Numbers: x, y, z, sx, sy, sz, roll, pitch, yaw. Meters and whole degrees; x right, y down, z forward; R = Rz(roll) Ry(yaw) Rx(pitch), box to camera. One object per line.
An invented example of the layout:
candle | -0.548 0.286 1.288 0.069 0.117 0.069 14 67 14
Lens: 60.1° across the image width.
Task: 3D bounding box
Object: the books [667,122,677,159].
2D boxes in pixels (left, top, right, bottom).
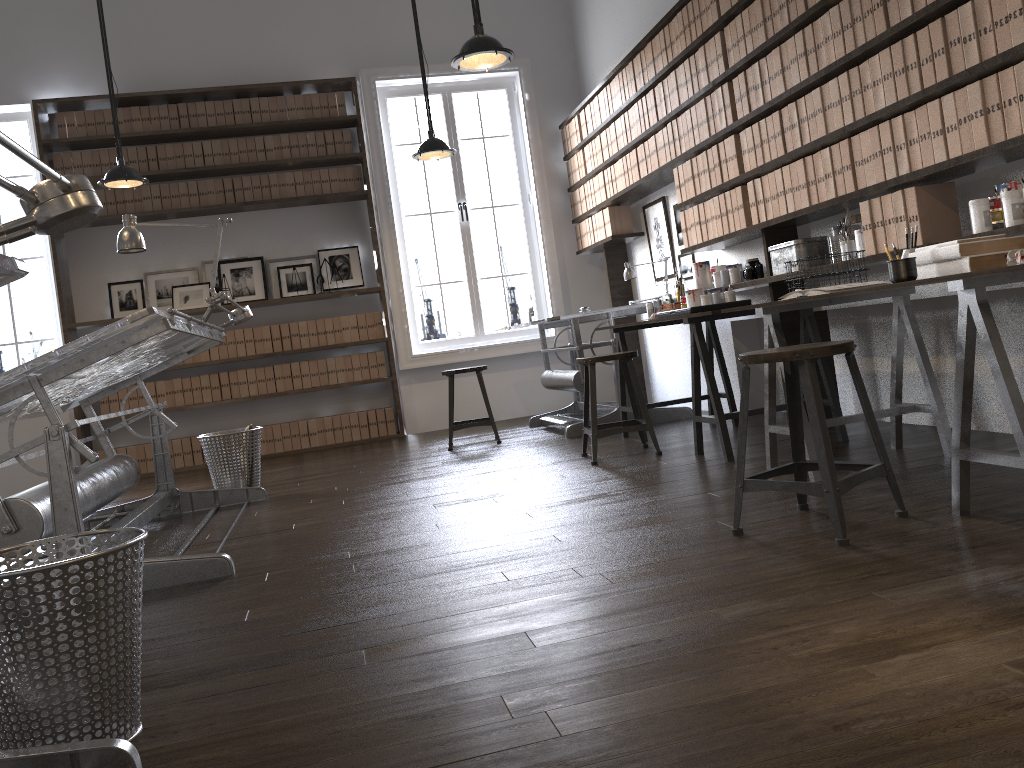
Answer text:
books | 1.057 -1.495 5.427 0.175 0.226 0.066 -8 0 -12

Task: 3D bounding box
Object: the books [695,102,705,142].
books | 1.147 -1.488 5.019 0.175 0.225 0.066 -8 0 -12

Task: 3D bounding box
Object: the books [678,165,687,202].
books | 1.112 -1.219 5.358 0.175 0.225 0.066 -8 0 -12

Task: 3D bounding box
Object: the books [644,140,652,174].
books | 0.978 -1.496 5.838 0.174 0.226 0.066 -8 0 -12

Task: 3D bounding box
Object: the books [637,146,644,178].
books | 0.950 -1.498 5.977 0.175 0.226 0.066 -8 0 -12

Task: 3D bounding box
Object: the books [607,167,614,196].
books | 0.815 -1.508 6.595 0.175 0.226 0.067 -8 0 -12

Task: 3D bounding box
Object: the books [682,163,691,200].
books | 1.126 -1.218 5.297 0.175 0.225 0.066 -8 0 -12

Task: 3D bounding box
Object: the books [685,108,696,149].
books | 1.116 -1.490 5.151 0.175 0.226 0.067 -8 0 -12

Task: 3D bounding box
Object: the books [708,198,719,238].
books | 1.220 -0.945 5.017 0.174 0.226 0.066 -8 0 -12

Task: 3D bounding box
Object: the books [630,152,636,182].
books | 0.919 -1.501 6.123 0.175 0.225 0.066 -8 0 -12

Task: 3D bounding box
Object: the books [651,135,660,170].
books | 1.001 -1.492 5.701 0.175 0.226 0.067 -8 0 -12

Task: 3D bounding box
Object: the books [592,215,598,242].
books | 0.747 -1.249 7.096 0.175 0.226 0.067 -8 0 -12

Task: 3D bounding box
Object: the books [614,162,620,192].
books | 0.849 -1.507 6.459 0.174 0.226 0.066 -8 0 -12

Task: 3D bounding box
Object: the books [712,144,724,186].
books | 1.209 -1.211 4.883 0.175 0.226 0.067 -8 0 -12

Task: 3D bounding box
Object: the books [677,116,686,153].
books | 1.093 -1.493 5.289 0.174 0.226 0.066 -8 0 -12

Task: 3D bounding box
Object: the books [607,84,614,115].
books | 0.788 -2.052 6.384 0.175 0.226 0.066 -8 0 -12

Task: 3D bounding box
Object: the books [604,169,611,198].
books | 0.800 -1.510 6.675 0.175 0.225 0.066 -8 0 -12

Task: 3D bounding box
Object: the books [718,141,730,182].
books | 1.230 -1.210 4.812 0.175 0.225 0.066 -8 0 -12

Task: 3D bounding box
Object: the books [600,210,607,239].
books | 0.787 -1.245 6.898 0.175 0.226 0.067 -8 0 -12

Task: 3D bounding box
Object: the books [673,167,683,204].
books | 1.095 -1.220 5.429 0.175 0.226 0.067 -8 0 -12

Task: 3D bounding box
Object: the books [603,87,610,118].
books | 0.770 -2.053 6.452 0.175 0.226 0.067 -8 0 -12

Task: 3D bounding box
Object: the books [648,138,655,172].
books | 0.993 -1.494 5.769 0.175 0.226 0.066 -8 0 -12

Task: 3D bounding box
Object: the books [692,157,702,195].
books | 1.155 -1.216 5.166 0.175 0.226 0.066 -8 0 -12

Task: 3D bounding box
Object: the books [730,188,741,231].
books | 1.279 -0.941 4.751 0.175 0.225 0.066 -8 0 -12

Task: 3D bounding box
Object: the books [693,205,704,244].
books | 1.175 -0.948 5.222 0.175 0.226 0.067 -8 0 -12

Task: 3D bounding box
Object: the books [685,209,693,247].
books | 1.151 -0.951 5.355 0.175 0.225 0.066 -8 0 -12

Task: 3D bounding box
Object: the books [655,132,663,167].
books | 1.019 -1.492 5.637 0.175 0.225 0.066 -8 0 -12

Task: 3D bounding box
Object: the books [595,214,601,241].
books | 0.764 -1.248 7.025 0.175 0.225 0.066 -8 0 -12

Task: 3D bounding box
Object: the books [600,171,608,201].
books | 0.778 -1.518 6.762 0.175 0.226 0.067 -8 0 -12

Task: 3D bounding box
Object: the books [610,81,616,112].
books | 0.804 -2.051 6.316 0.174 0.226 0.066 -8 0 -12

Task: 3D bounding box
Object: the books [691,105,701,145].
books | 1.133 -1.489 5.081 0.175 0.225 0.066 -8 0 -12

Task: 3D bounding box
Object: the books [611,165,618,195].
books | 0.833 -1.507 6.527 0.175 0.226 0.066 -8 0 -12

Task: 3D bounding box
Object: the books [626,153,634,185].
books | 0.903 -1.501 6.186 0.175 0.225 0.066 -8 0 -12

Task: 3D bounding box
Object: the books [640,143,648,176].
books | 0.960 -1.496 5.906 0.174 0.226 0.066 -8 0 -12

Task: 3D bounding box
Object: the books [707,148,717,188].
books | 1.199 -1.213 4.958 0.175 0.226 0.066 -8 0 -12

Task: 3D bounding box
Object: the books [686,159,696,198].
books | 1.136 -1.217 5.231 0.175 0.226 0.067 -8 0 -12

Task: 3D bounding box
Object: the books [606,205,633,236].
books | 0.821 -1.244 6.762 0.175 0.226 0.066 -8 0 -12

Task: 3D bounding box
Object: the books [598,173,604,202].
books | 0.769 -1.520 6.825 0.175 0.225 0.066 -8 0 -12

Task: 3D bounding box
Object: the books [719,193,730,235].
books | 1.246 -0.942 4.875 0.175 0.226 0.067 -8 0 -12

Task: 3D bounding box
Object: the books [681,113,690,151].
books | 1.105 -1.492 5.221 0.175 0.226 0.066 -8 0 -12

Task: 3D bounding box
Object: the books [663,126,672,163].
books | 1.043 -1.489 5.504 0.175 0.226 0.067 -8 0 -12

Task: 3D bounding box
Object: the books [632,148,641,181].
books | 0.929 -1.499 6.049 0.175 0.226 0.067 -8 0 -12

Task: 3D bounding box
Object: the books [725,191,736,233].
books | 1.263 -0.942 4.814 0.175 0.225 0.066 -8 0 -12

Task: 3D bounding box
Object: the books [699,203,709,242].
books | 1.193 -0.948 5.154 0.175 0.226 0.066 -8 0 -12

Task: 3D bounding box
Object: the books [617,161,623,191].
books | 0.860 -1.505 6.390 0.174 0.226 0.066 -8 0 -12

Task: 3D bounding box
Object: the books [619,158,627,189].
books | 0.871 -1.503 6.318 0.175 0.226 0.066 -8 0 -12

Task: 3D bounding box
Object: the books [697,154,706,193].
books | 1.170 -1.215 5.096 0.174 0.226 0.066 -8 0 -12

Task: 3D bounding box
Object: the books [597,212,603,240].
books | 0.778 -1.247 6.964 0.175 0.225 0.066 -8 0 -12

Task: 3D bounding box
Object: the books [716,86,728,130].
books | 1.201 -1.483 4.749 0.174 0.226 0.066 -8 0 -12

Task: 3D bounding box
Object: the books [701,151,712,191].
books | 1.180 -1.213 5.026 0.174 0.226 0.066 -8 0 -12

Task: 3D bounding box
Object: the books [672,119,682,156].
books | 1.075 -1.494 5.357 0.174 0.226 0.066 -8 0 -12

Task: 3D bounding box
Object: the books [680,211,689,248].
books | 1.133 -0.952 5.420 0.175 0.226 0.067 -8 0 -12

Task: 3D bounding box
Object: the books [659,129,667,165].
books | 1.030 -1.491 5.575 0.175 0.225 0.066 -8 0 -12

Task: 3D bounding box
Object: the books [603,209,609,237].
books | 0.808 -1.245 6.831 0.174 0.226 0.066 -8 0 -12

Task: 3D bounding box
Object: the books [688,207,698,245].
books | 1.162 -0.950 5.294 0.175 0.225 0.066 -8 0 -12

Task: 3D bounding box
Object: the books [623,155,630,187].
books | 0.886 -1.502 6.247 0.175 0.226 0.067 -8 0 -12

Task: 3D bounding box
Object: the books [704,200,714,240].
books | 1.209 -0.947 5.086 0.174 0.226 0.066 -8 0 -12

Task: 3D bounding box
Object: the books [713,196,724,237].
books | 1.231 -0.943 4.946 0.175 0.226 0.066 -8 0 -12

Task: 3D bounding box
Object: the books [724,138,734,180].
books | 1.243 -1.209 4.737 0.175 0.225 0.066 -8 0 -12
